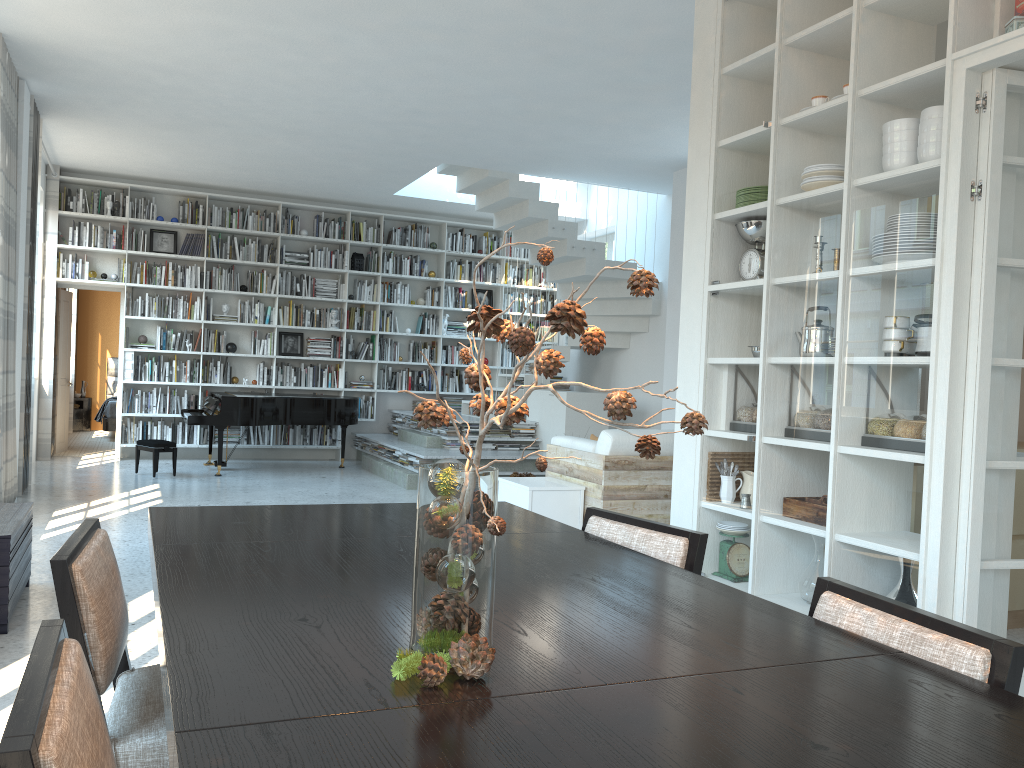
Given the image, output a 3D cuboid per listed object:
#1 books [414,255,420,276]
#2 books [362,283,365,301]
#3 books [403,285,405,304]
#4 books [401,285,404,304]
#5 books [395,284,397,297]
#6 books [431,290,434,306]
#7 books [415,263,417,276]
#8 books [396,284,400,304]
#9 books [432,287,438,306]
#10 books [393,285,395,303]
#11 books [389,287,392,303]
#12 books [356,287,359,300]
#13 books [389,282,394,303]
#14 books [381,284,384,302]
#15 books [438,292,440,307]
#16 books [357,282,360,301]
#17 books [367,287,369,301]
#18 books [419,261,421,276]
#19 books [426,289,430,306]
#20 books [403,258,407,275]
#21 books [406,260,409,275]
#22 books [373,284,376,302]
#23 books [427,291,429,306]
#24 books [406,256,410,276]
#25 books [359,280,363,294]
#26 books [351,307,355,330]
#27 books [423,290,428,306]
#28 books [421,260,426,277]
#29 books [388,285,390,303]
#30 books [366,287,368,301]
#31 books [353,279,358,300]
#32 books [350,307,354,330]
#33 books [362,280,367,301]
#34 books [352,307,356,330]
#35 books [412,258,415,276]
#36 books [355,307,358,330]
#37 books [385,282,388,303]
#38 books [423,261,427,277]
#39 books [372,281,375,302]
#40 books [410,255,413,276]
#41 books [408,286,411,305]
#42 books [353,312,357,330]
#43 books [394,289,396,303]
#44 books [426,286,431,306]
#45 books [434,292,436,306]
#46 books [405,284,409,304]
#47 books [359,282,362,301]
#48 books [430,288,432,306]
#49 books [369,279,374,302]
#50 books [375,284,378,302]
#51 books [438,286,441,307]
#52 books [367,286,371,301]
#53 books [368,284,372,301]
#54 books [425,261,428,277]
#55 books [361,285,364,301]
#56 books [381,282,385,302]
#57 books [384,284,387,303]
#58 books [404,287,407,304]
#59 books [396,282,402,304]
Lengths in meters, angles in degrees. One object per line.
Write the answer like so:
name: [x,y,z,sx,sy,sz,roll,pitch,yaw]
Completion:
books: [-1.245,-1.524,11.528,0.029,0.285,0.183,2,1,-23]
books: [-1.905,-1.159,11.277,0.023,0.236,0.178,2,1,-23]
books: [-1.425,-1.153,11.497,0.024,0.262,0.133,2,1,-23]
books: [-1.440,-1.145,11.469,0.025,0.245,0.183,2,1,-23]
books: [-1.514,-1.154,11.452,0.011,0.257,0.131,2,1,-23]
books: [-1.062,-1.121,11.649,0.016,0.228,0.160,2,1,-23]
books: [-1.278,-1.474,11.530,0.027,0.181,0.176,2,1,-23]
books: [-1.485,-1.156,11.438,0.030,0.263,0.182,2,1,-23]
books: [-1.017,-1.133,11.650,0.016,0.257,0.175,2,1,-23]
books: [-1.546,-1.145,11.422,0.022,0.237,0.164,2,1,-23]
books: [-1.587,-1.136,11.420,0.026,0.216,0.161,2,1,-23]
books: [-1.974,-1.136,11.237,0.028,0.185,0.181,2,1,-23]
books: [-1.560,-1.167,11.409,0.014,0.280,0.177,2,1,-23]
books: [-1.686,-1.154,11.387,0.030,0.242,0.138,2,1,-23]
books: [-0.983,-1.107,11.668,0.012,0.206,0.169,2,1,-23]
books: [-1.963,-1.165,11.263,0.024,0.242,0.159,2,1,-23]
books: [-1.856,-1.137,11.290,0.027,0.196,0.185,2,1,-23]
books: [-1.225,-1.487,11.554,0.030,0.213,0.156,2,1,-23]
books: [-1.113,-1.125,11.626,0.012,0.232,0.154,2,1,-23]
books: [-1.397,-1.506,11.479,0.023,0.237,0.149,2,1,-23]
books: [-1.372,-1.491,11.474,0.021,0.209,0.180,2,1,-23]
books: [-1.769,-1.150,11.317,0.028,0.230,0.176,2,1,-23]
books: [-1.122,-1.112,11.624,0.005,0.205,0.153,2,1,-23]
books: [-1.351,-1.518,11.498,0.012,0.265,0.156,2,1,-23]
books: [-1.931,-1.180,11.272,0.019,0.275,0.146,2,1,-23]
books: [-2.028,-0.824,11.228,0.035,0.293,0.145,2,1,-23]
books: [-1.133,-1.120,11.624,0.015,0.220,0.140,2,1,-23]
books: [-1.181,-1.496,11.560,0.054,0.235,0.171,2,1,-23]
books: [-1.604,-1.147,11.410,0.013,0.236,0.157,2,1,-23]
books: [-1.872,-1.137,11.281,0.024,0.195,0.172,2,1,-23]
books: [-1.991,-1.187,11.251,0.018,0.285,0.159,2,1,-23]
books: [-2.046,-0.825,11.237,0.035,0.293,0.145,2,1,-23]
books: [-1.880,-1.177,11.263,0.028,0.275,0.186,2,1,-23]
books: [-2.022,-0.824,11.247,0.035,0.293,0.145,2,1,-23]
books: [-1.302,-1.503,11.514,0.030,0.238,0.185,2,1,-23]
books: [-1.984,-0.823,11.250,0.019,0.294,0.163,2,1,-23]
books: [-1.623,-1.172,11.422,0.014,0.284,0.135,2,1,-23]
books: [-1.165,-1.486,11.577,0.048,0.216,0.182,2,1,-23]
books: [-1.790,-1.175,11.325,0.025,0.277,0.173,2,1,-23]
books: [-1.327,-1.527,11.522,0.012,0.285,0.159,2,1,-23]
books: [-1.347,-1.145,11.528,0.034,0.254,0.161,2,1,-23]
books: [-2.002,-0.792,11.247,0.015,0.232,0.180,2,1,-23]
books: [-1.529,-1.123,11.440,0.025,0.194,0.171,2,1,-23]
books: [-1.095,-1.142,11.619,0.015,0.267,0.164,2,1,-23]
books: [-1.035,-1.107,11.654,0.013,0.202,0.173,2,1,-23]
books: [-1.373,-1.156,11.492,0.024,0.272,0.169,2,1,-23]
books: [-1.945,-1.167,11.265,0.028,0.250,0.164,2,1,-23]
books: [-1.086,-1.130,11.636,0.016,0.244,0.151,2,1,-23]
books: [-1.805,-1.183,11.321,0.028,0.293,0.154,2,1,-23]
books: [-1.758,-1.154,11.339,0.026,0.238,0.173,2,1,-23]
books: [-0.971,-1.142,11.665,0.005,0.278,0.182,2,1,-23]
books: [-1.836,-1.143,11.299,0.029,0.211,0.157,2,1,-23]
books: [-1.821,-1.154,11.313,0.024,0.234,0.149,2,1,-23]
books: [-1.137,-1.492,11.608,0.026,0.229,0.140,2,1,-23]
books: [-1.922,-1.145,11.276,0.023,0.207,0.171,2,1,-23]
books: [-1.663,-1.171,11.392,0.014,0.278,0.153,2,1,-23]
books: [-1.644,-1.155,11.383,0.014,0.248,0.176,2,1,-23]
books: [-1.399,-1.137,11.494,0.021,0.232,0.183,2,1,-23]
books: [-1.468,-1.171,11.472,0.027,0.295,0.159,2,1,-23]
